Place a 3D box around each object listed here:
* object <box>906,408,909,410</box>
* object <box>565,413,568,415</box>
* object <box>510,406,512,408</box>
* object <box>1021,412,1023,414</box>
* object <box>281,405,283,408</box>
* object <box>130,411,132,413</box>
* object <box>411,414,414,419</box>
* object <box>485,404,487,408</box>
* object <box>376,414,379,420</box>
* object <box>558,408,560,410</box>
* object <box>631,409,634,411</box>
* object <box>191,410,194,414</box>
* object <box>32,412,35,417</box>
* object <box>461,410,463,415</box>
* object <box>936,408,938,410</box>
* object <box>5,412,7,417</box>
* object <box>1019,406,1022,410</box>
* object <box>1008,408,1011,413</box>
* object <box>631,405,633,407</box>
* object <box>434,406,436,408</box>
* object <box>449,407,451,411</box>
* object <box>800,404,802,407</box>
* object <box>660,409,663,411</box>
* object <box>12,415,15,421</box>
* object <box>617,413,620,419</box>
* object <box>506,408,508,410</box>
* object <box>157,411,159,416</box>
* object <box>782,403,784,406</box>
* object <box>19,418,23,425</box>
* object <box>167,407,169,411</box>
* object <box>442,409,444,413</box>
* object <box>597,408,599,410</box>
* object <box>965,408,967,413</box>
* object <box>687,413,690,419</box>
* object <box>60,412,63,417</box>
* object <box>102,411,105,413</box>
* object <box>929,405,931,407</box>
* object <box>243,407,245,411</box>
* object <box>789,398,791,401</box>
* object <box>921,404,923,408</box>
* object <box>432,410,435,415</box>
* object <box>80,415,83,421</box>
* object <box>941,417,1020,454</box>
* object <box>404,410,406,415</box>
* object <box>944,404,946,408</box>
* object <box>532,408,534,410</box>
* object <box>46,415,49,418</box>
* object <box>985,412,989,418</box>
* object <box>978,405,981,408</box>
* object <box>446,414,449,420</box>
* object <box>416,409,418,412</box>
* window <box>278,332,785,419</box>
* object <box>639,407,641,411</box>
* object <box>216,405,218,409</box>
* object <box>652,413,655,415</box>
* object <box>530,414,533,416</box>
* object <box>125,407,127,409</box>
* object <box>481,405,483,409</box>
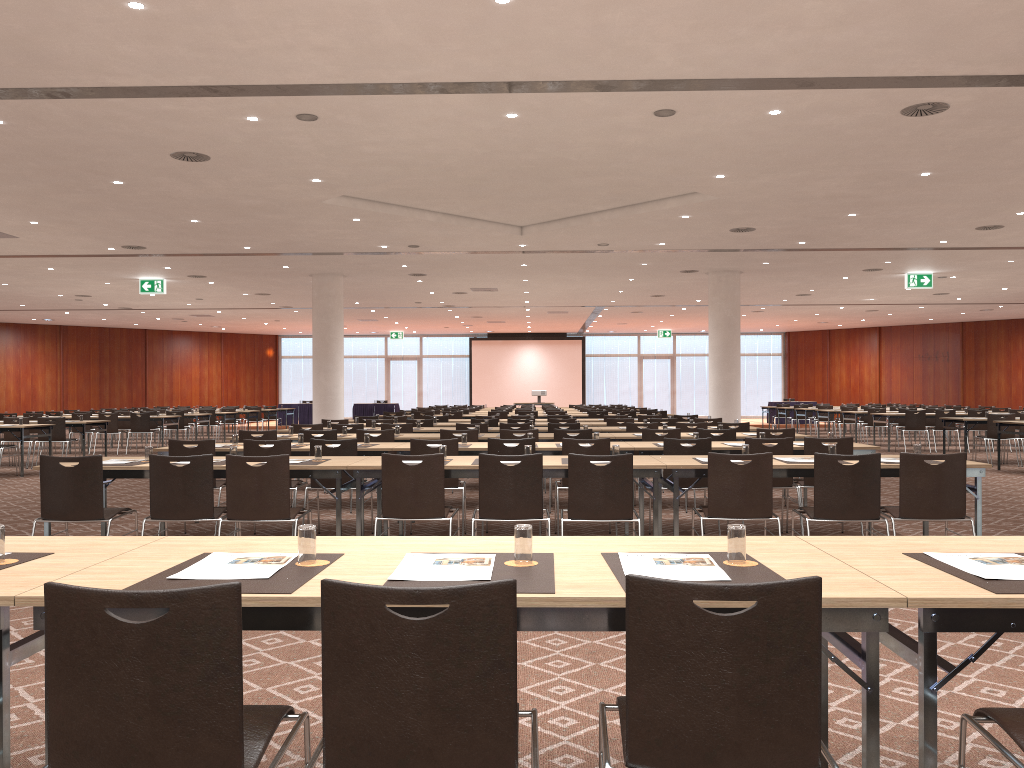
[{"bbox_3d":[8.928,0.608,20.003,0.054,0.114,0.054,0,0,-32],"label":"object"},{"bbox_3d":[1.032,0.611,16.696,0.054,0.114,0.054,0,0,-10],"label":"object"},{"bbox_3d":[-0.022,0.706,26.230,0.054,0.114,0.054,0,0,35],"label":"object"},{"bbox_3d":[9.492,0.573,16.485,0.054,0.114,0.054,0,0,-10],"label":"object"},{"bbox_3d":[-7.891,0.779,30.432,0.054,0.114,0.054,0,0,-10],"label":"object"},{"bbox_3d":[-8.788,0.689,20.457,0.054,0.114,0.054,0,0,-32],"label":"object"},{"bbox_3d":[-1.880,0.624,16.774,0.054,0.114,0.054,0,0,13],"label":"object"},{"bbox_3d":[-0.889,0.748,30.258,0.054,0.114,0.054,0,0,35],"label":"object"},{"bbox_3d":[-2.542,0.627,16.785,0.054,0.114,0.054,0,0,-10],"label":"object"},{"bbox_3d":[1.174,0.662,22.198,0.054,0.114,0.054,0,0,-32],"label":"object"},{"bbox_3d":[2.737,0.636,20.157,0.054,0.114,0.054,0,0,35],"label":"object"},{"bbox_3d":[-8.082,0.704,22.426,0.054,0.114,0.054,0,0,-32],"label":"object"},{"bbox_3d":[-11.063,0.699,20.506,0.054,0.114,0.054,0,0,35],"label":"object"},{"bbox_3d":[-1.143,0.654,20.251,0.054,0.114,0.054,0,0,35],"label":"object"},{"bbox_3d":[9.576,0.605,19.984,0.054,0.114,0.054,0,0,-32],"label":"object"},{"bbox_3d":[-11.710,0.702,20.525,0.054,0.114,0.054,0,0,35],"label":"object"},{"bbox_3d":[12.556,0.611,21.904,0.054,0.114,0.054,0,0,35],"label":"object"},{"bbox_3d":[11.199,0.598,19.955,0.054,0.114,0.054,0,0,35],"label":"object"},{"bbox_3d":[3.547,0.690,26.138,0.054,0.114,0.054,0,0,-32],"label":"object"},{"bbox_3d":[-2.287,0.716,26.284,0.054,0.114,0.054,0,0,-32],"label":"object"},{"bbox_3d":[-1.689,0.694,24.281,0.054,0.114,0.054,0,0,35],"label":"object"},{"bbox_3d":[9.129,0.683,28.003,0.054,0.114,0.054,0,0,-10],"label":"object"},{"bbox_3d":[3.399,0.633,20.135,0.054,0.114,0.054,0,0,-32],"label":"object"},{"bbox_3d":[-9.534,0.659,16.971,0.054,0.114,0.054,0,0,-10],"label":"object"},{"bbox_3d":[2.003,0.607,16.677,0.054,0.114,0.054,0,0,13],"label":"object"},{"bbox_3d":[-0.131,0.668,22.237,0.054,0.114,0.054,0,0,-32],"label":"object"},{"bbox_3d":[-8.151,0.686,20.429,0.054,0.114,0.054,0,0,-32],"label":"object"},{"bbox_3d":[9.177,0.702,30.004,0.054,0.114,0.054,0,0,-10],"label":"object"},{"bbox_3d":[-8.272,0.634,14.933,0.054,0.114,0.054,0,0,-10],"label":"object"},{"bbox_3d":[-10.261,0.752,26.487,0.054,0.114,0.054,0,0,-32],"label":"object"},{"bbox_3d":[-1.740,0.676,22.268,0.054,0.114,0.054,0,0,-32],"label":"object"},{"bbox_3d":[2.143,0.658,22.166,0.054,0.114,0.054,0,0,35],"label":"object"},{"bbox_3d":[10.226,0.603,19.979,0.054,0.114,0.054,0,0,-32],"label":"object"},{"bbox_3d":[3.313,0.601,16.648,0.054,0.114,0.054,0,0,-10],"label":"object"},{"bbox_3d":[-10.412,0.696,20.501,0.054,0.114,0.054,0,0,35],"label":"object"},{"bbox_3d":[-9.439,0.692,20.476,0.054,0.114,0.054,0,0,-32],"label":"object"},{"bbox_3d":[11.293,0.636,23.942,0.054,0.114,0.054,0,0,-32],"label":"object"},{"bbox_3d":[-7.986,0.742,26.432,0.054,0.114,0.054,0,0,-10],"label":"object"},{"bbox_3d":[10.446,0.600,33.322,0.054,0.114,0.054,0,0,13],"label":"object"},{"bbox_3d":[11.995,0.651,25.918,0.054,0.114,0.054,0,0,-32],"label":"object"},{"bbox_3d":[-1.796,0.657,20.282,0.054,0.114,0.054,0,0,35],"label":"object"},{"bbox_3d":[-8.223,0.653,16.932,0.054,0.114,0.054,0,0,-10],"label":"object"},{"bbox_3d":[9.329,1.051,16.535,2.267,0.833,0.953,0,0,1],"label":"object"},{"bbox_3d":[-2.449,0.660,20.300,0.054,0.114,0.054,0,0,-32],"label":"object"},{"bbox_3d":[12.652,0.648,25.910,0.054,0.114,0.054,0,0,-32],"label":"object"},{"bbox_3d":[0.531,0.665,22.211,0.054,0.114,0.054,0,0,-32],"label":"object"},{"bbox_3d":[-8.887,0.656,16.952,0.054,0.114,0.054,0,0,-10],"label":"object"},{"bbox_3d":[8.848,0.576,16.513,0.054,0.114,0.054,0,0,-10],"label":"object"},{"bbox_3d":[12.607,0.630,23.908,0.054,0.114,0.054,0,0,-32],"label":"object"},{"bbox_3d":[-1.227,0.621,16.766,0.054,0.114,0.054,0,0,35],"label":"object"},{"bbox_3d":[-2.393,0.679,22.296,0.054,0.114,0.054,0,0,-32],"label":"object"},{"bbox_3d":[0.811,-0.336,40.227,22.961,3.872,0.217,0,0,1],"label":"window"},{"bbox_3d":[3.487,0.671,24.136,0.054,0.114,0.054,0,0,-32],"label":"object"},{"bbox_3d":[-10.154,0.790,30.488,0.054,0.114,0.054,0,0,-32],"label":"object"},{"bbox_3d":[2.659,0.604,16.669,0.054,0.114,0.054,0,0,35],"label":"object"},{"bbox_3d":[0.376,0.614,16.716,0.054,0.114,0.054,0,0,-10],"label":"object"},{"bbox_3d":[-11.556,0.758,26.520,0.054,0.114,0.054,0,0,-32],"label":"object"},{"bbox_3d":[-0.948,0.729,28.259,0.054,0.114,0.054,0,0,35],"label":"object"}]
